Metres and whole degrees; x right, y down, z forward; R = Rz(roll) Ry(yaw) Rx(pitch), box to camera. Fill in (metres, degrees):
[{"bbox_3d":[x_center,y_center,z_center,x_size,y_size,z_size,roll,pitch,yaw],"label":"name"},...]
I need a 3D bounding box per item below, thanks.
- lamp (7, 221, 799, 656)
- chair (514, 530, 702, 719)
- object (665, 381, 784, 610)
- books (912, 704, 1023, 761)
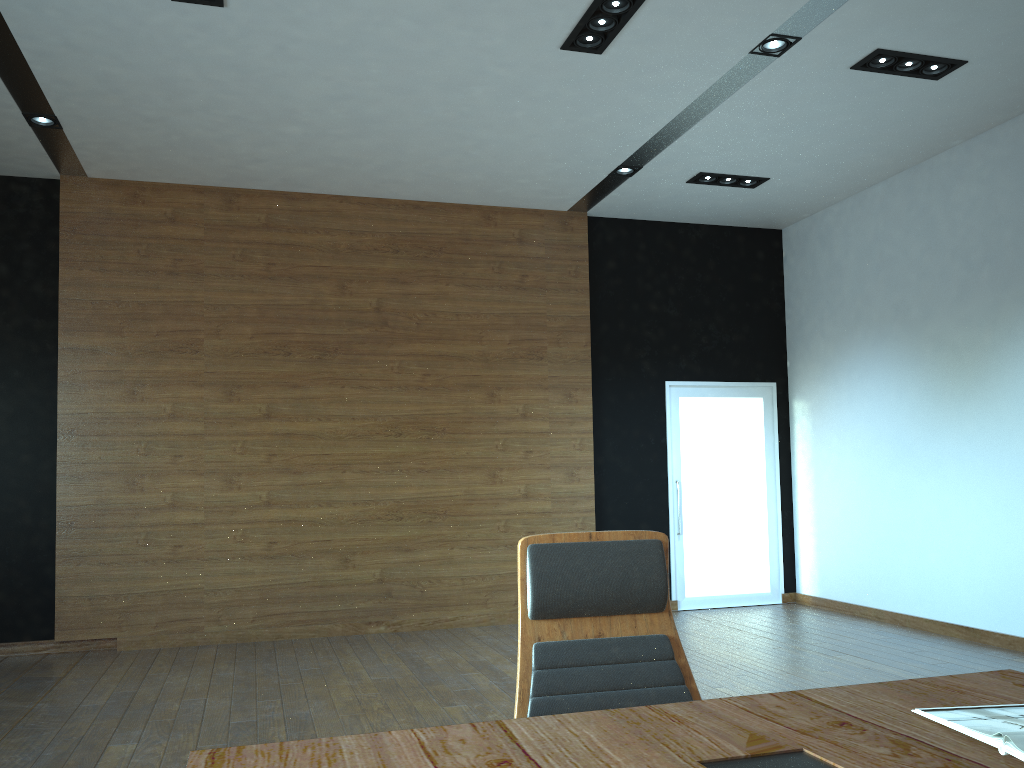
[{"bbox_3d":[-1.037,-0.042,5.039,9.392,3.696,16.744,1,-6,-16],"label":"lamp"},{"bbox_3d":[0.294,0.899,1.903,0.706,1.124,0.698,0,-4,-14],"label":"chair"},{"bbox_3d":[2.033,1.064,8.596,1.197,2.153,0.201,0,-4,-16],"label":"object"},{"bbox_3d":[0.978,0.577,1.437,0.389,0.033,0.546,-1,-6,-5],"label":"books"}]
